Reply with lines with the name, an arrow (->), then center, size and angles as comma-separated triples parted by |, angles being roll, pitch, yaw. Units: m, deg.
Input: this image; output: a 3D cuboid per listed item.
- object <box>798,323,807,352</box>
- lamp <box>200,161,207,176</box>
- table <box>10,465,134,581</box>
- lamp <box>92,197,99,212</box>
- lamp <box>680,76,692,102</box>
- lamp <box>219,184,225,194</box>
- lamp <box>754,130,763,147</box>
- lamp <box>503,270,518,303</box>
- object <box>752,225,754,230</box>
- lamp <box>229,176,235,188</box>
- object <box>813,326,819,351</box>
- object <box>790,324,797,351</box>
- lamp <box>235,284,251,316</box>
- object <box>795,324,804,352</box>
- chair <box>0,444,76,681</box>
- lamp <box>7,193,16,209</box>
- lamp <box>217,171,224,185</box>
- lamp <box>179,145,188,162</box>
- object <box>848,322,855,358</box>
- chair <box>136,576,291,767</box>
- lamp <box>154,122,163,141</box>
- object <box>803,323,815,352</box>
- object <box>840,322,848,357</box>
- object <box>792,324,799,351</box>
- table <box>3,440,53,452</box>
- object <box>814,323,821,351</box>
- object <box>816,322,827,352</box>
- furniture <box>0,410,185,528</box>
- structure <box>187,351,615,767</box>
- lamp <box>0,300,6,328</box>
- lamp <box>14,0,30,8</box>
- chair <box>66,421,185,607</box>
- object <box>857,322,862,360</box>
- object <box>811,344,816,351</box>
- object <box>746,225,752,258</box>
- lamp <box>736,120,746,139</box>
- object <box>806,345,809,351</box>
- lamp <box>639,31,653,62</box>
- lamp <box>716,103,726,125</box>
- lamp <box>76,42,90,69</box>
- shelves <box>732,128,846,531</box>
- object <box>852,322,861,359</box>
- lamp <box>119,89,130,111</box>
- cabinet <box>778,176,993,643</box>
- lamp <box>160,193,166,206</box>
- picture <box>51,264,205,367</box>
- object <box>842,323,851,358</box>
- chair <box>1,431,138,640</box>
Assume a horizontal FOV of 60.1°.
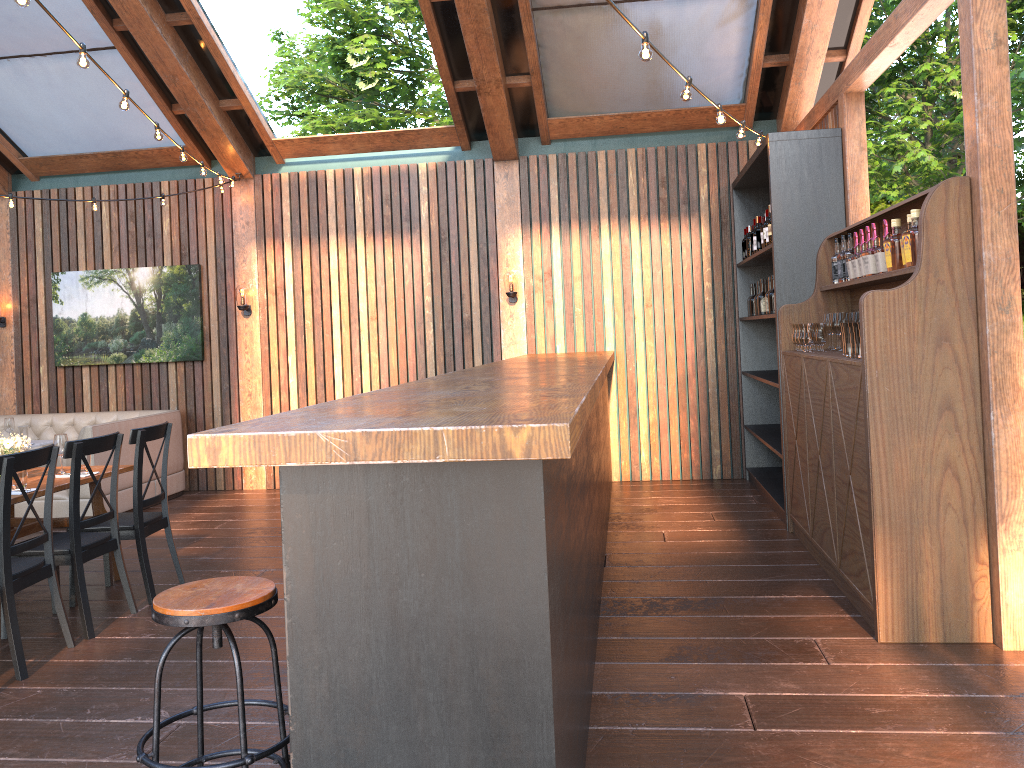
object -> 1.897, -0.301, 5.748 | 0.070, 0.185, 0.070 | -3, 0, 12
lamp -> -2.482, -1.727, 7.106 | 0.059, 0.119, 0.056 | -3, 0, -39
table -> -3.074, 0.982, 4.638 | 0.950, 0.729, 2.434 | -2, 3, 8
lamp -> -3.540, -1.524, 7.513 | 0.056, 0.121, 0.056 | -3, 0, 23
lamp -> 0.832, -1.412, 4.236 | 0.056, 0.119, 0.059 | -2, 0, -20
lamp -> -2.905, -1.963, 8.855 | 0.065, 0.118, 0.056 | -3, 0, -32
lamp -> 1.761, -1.749, 6.316 | 0.061, 0.119, 0.056 | -2, 0, 13
lamp -> -0.005, -0.957, 8.672 | 0.146, 0.320, 0.178 | -3, 0, 7
object -> 2.181, -1.274, 7.967 | 0.078, 0.312, 0.078 | -3, -1, 3
lamp -> -2.718, -1.963, 8.598 | 0.056, 0.120, 0.056 | -2, 0, -31
object -> 2.018, -0.312, 5.852 | 0.070, 0.185, 0.070 | -3, 0, 12
object -> 1.957, -0.322, 6.093 | 0.070, 0.185, 0.070 | -3, 0, 12
lamp -> -2.740, -0.858, 9.026 | 0.146, 0.320, 0.178 | -3, 0, 7
object -> 1.927, -0.311, 5.912 | 0.070, 0.185, 0.070 | -3, 0, 12
chair -> -2.491, 0.832, 4.254 | 0.539, 1.021, 0.477 | -2, 0, 2
lamp -> -3.860, -1.411, 6.822 | 0.056, 0.121, 0.056 | -3, 0, 41
lamp -> -2.584, -1.829, 7.850 | 0.056, 0.119, 0.061 | -3, 0, 23
lamp -> -2.361, -1.653, 6.355 | 0.056, 0.120, 0.056 | -2, 0, -33
object -> 1.727, -0.220, 4.435 | 0.073, 0.181, 0.073 | -2, 0, -18
chair -> -0.875, 0.992, 2.654 | 0.468, 0.735, 0.468 | -3, 0, -5
lamp -> -2.239, -1.599, 5.603 | 0.056, 0.120, 0.056 | -2, 0, -37
object -> 1.899, -0.296, 5.651 | 0.070, 0.185, 0.070 | -3, 0, 12
object -> 1.748, -0.229, 4.596 | 0.073, 0.181, 0.073 | -2, 0, -18
object -> 1.939, -0.317, 6.009 | 0.070, 0.185, 0.070 | -3, 0, 12
table -> -4.700, 0.897, 8.003 | 0.798, 0.672, 0.799 | -2, 2, 7
object -> 2.003, -0.306, 5.757 | 0.070, 0.185, 0.070 | -3, 0, 12
object -> 1.987, -0.301, 5.676 | 0.070, 0.185, 0.070 | -3, 0, 12
furniture -> -5.452, 0.806, 8.544 | 4.155, 0.859, 1.712 | -2, 2, 7
structure -> 0.162, 0.532, 5.287 | 0.856, 1.274, 6.812 | -2, 3, 8
lamp -> -5.465, -0.758, 9.379 | 0.146, 0.320, 0.178 | -3, 0, 7
lamp -> -1.857, -1.487, 3.350 | 0.056, 0.121, 0.056 | -3, 0, 26
chair -> -2.347, 0.765, 5.365 | 0.539, 1.021, 0.477 | -2, 0, 2
object -> 1.685, -0.205, 4.206 | 0.073, 0.181, 0.073 | -2, 0, -18
object -> 2.023, -0.317, 5.936 | 0.070, 0.185, 0.070 | -3, 0, 12
object -> 2.129, -1.262, 7.890 | 0.075, 0.303, 0.075 | -3, -1, 24
lamp -> 1.454, -1.614, 5.624 | 0.061, 0.119, 0.056 | -2, 0, 7
object -> 1.936, -0.307, 5.823 | 0.070, 0.185, 0.070 | -3, 0, 12
lamp -> 0.533, -1.350, 3.539 | 0.056, 0.121, 0.056 | -2, 0, -24
lamp -> 1.161, -1.502, 4.923 | 0.056, 0.121, 0.056 | -3, 0, 40
lamp -> -1.988, -1.520, 4.098 | 0.056, 0.121, 0.056 | -3, 0, 33
shelves -> 2.275, -0.450, 7.340 | 0.501, 2.830, 2.204 | -3, 1, 8
object -> 1.717, -0.215, 4.354 | 0.073, 0.181, 0.073 | -2, 0, -18
lamp -> -2.125, -1.556, 4.844 | 0.056, 0.120, 0.056 | -3, 0, 13
cabinet -> 2.005, 0.052, 5.114 | 0.494, 2.094, 2.277 | -3, 1, 8
lamp -> -3.229, -1.705, 8.196 | 0.066, 0.118, 0.056 | -2, 0, 37
picture -> -4.023, -0.711, 9.247 | 1.649, 0.999, 0.065 | -2, -1, 7
object -> 1.728, -0.224, 4.518 | 0.073, 0.181, 0.073 | -2, 0, -18
chair -> -2.419, 0.799, 4.810 | 0.539, 1.021, 0.477 | -2, 0, 7
